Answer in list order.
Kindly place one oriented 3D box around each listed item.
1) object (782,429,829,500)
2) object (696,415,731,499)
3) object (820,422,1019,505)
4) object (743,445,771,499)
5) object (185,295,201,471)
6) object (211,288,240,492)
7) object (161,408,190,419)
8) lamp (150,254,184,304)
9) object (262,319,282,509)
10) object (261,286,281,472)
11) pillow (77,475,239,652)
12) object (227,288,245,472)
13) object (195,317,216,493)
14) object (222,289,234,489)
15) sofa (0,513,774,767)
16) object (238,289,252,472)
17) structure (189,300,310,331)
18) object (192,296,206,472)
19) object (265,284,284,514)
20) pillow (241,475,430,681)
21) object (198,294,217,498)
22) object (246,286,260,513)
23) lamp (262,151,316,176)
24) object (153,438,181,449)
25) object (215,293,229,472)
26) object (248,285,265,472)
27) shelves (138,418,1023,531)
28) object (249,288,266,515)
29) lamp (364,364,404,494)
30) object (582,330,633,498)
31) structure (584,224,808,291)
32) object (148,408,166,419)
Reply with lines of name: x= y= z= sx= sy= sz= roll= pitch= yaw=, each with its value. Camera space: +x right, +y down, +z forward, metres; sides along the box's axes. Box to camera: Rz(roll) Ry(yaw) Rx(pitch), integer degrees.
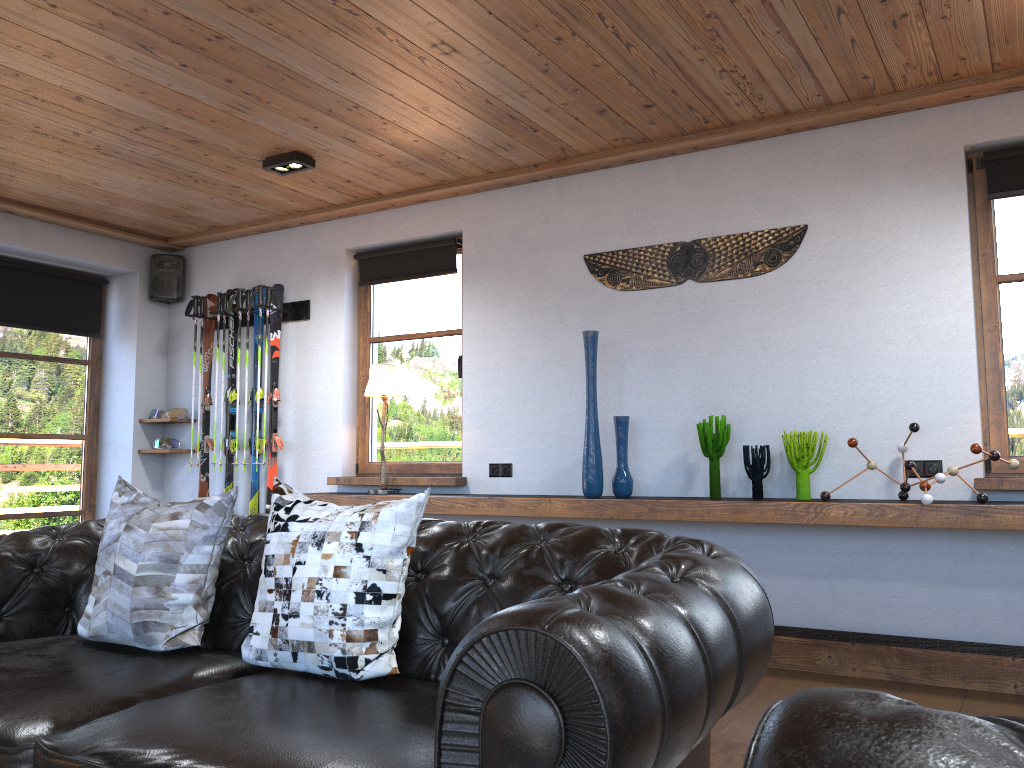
object: x=1.385 y=0.384 z=4.216 sx=0.183 sy=0.332 sz=0.198 roll=1 pitch=-6 yaw=-10
object: x=0.998 y=0.361 z=4.373 sx=0.159 sy=0.411 sz=0.146 roll=0 pitch=-6 yaw=0
object: x=1.775 y=0.342 z=3.897 sx=0.527 sy=0.350 sz=0.639 roll=3 pitch=-6 yaw=-32
object: x=1.189 y=0.429 z=4.312 sx=0.129 sy=0.261 sz=0.123 roll=0 pitch=-6 yaw=1
object: x=-2.247 y=-0.011 z=6.209 sx=0.059 sy=1.251 sz=0.121 roll=-2 pitch=-6 yaw=13
object: x=-1.991 y=0.121 z=6.153 sx=0.103 sy=1.624 sz=0.256 roll=-3 pitch=-7 yaw=27
object: x=-2.463 y=0.218 z=6.514 sx=0.158 sy=0.084 sz=0.191 roll=-3 pitch=-6 yaw=30
lamp: x=-2.603 y=-0.794 z=6.695 sx=0.211 sy=0.350 sz=0.215 roll=-4 pitch=-7 yaw=31
object: x=-1.647 y=0.137 z=6.016 sx=0.094 sy=1.608 sz=0.116 roll=-4 pitch=-7 yaw=31
object: x=-1.617 y=-0.040 z=5.941 sx=0.121 sy=1.251 sz=0.059 roll=1 pitch=-6 yaw=-7
pillow: x=-1.034 y=0.503 z=2.584 sx=0.522 sy=0.469 sz=0.286 roll=-4 pitch=-7 yaw=33
object: x=-1.886 y=-0.032 z=6.008 sx=0.121 sy=1.251 sz=0.058 roll=1 pitch=-6 yaw=-12
object: x=-2.218 y=0.172 z=6.350 sx=0.094 sy=1.608 sz=0.116 roll=-4 pitch=-7 yaw=31
object: x=-2.003 y=0.131 z=6.256 sx=0.072 sy=1.624 sz=0.112 roll=-4 pitch=-7 yaw=30
sofa: x=-0.646 y=0.784 z=2.269 sx=2.538 sy=0.839 sz=1.251 roll=-3 pitch=-6 yaw=30
object: x=-1.841 y=-0.028 z=6.057 sx=0.120 sy=1.251 sz=0.059 roll=-2 pitch=-6 yaw=12
structure: x=-1.902 y=-0.491 z=6.212 sx=1.039 sy=0.135 sz=0.322 roll=-3 pitch=-6 yaw=30
object: x=-2.240 y=-0.004 z=6.290 sx=0.120 sy=1.251 sz=0.059 roll=-2 pitch=-6 yaw=12
object: x=-1.571 y=0.117 z=5.960 sx=0.094 sy=1.608 sz=0.116 roll=-4 pitch=-7 yaw=31
pillow: x=-0.454 y=0.468 z=2.245 sx=0.522 sy=0.469 sz=0.286 roll=-4 pitch=-7 yaw=33
object: x=-2.142 y=0.151 z=6.294 sx=0.094 sy=1.608 sz=0.116 roll=-4 pitch=-7 yaw=31
object: x=-1.797 y=0.122 z=6.171 sx=0.072 sy=1.624 sz=0.112 roll=-4 pitch=-7 yaw=30
lamp: x=-1.239 y=-1.231 z=4.925 sx=0.258 sy=0.068 sz=0.157 roll=-3 pitch=-6 yaw=30
object: x=-2.545 y=0.441 z=6.539 sx=0.189 sy=0.084 sz=0.348 roll=2 pitch=-6 yaw=-23
object: x=-2.040 y=-0.016 z=6.174 sx=0.120 sy=1.251 sz=0.059 roll=-2 pitch=-6 yaw=12
object: x=-1.713 y=-0.044 z=5.891 sx=0.121 sy=1.251 sz=0.059 roll=0 pitch=-6 yaw=-3
shelves: x=0.135 y=0.592 z=4.916 sx=6.570 sy=0.990 sz=0.618 roll=-3 pitch=-7 yaw=31
object: x=-1.739 y=0.117 z=6.125 sx=0.072 sy=1.624 sz=0.112 roll=-4 pitch=-7 yaw=30
lamp: x=-0.679 y=0.635 z=5.584 sx=0.243 sy=1.483 sz=0.639 roll=-4 pitch=-7 yaw=34
object: x=0.493 y=0.157 z=4.616 sx=0.275 sy=0.863 sz=0.110 roll=1 pitch=-6 yaw=-14
structure: x=0.917 y=-0.648 z=4.671 sx=1.234 sy=0.240 sz=0.099 roll=-3 pitch=-7 yaw=30
object: x=-2.615 y=0.227 z=6.603 sx=0.187 sy=0.084 sz=0.161 roll=-3 pitch=-6 yaw=29
